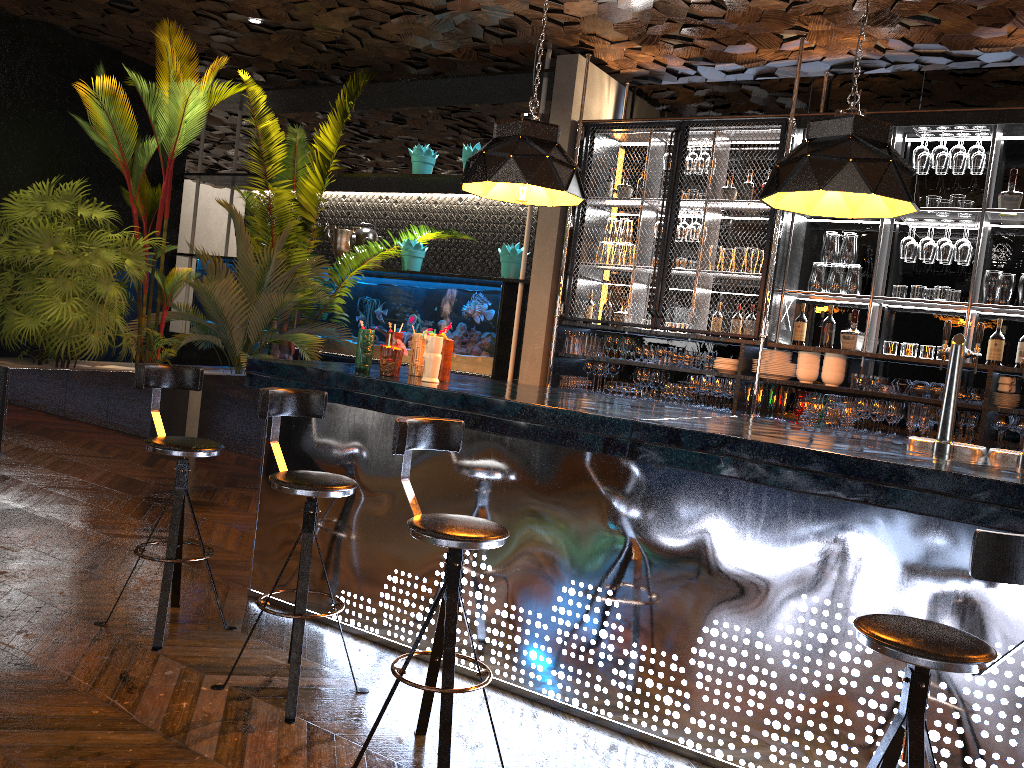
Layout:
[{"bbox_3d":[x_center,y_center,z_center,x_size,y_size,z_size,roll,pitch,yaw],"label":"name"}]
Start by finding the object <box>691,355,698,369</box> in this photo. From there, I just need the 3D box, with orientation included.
[{"bbox_3d":[1.301,-0.160,6.407,0.078,0.099,0.078,7,3,-1],"label":"object"}]

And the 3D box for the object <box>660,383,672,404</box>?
[{"bbox_3d":[1.109,0.066,6.365,0.074,0.146,0.065,7,3,8],"label":"object"}]

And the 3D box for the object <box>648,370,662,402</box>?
[{"bbox_3d":[1.044,0.013,6.446,0.088,0.229,0.077,9,3,31],"label":"object"}]

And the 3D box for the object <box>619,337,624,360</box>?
[{"bbox_3d":[0.832,-0.261,6.579,0.087,0.170,0.087,6,3,-8],"label":"object"}]

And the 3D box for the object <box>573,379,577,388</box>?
[{"bbox_3d":[0.476,0.007,6.734,0.034,0.080,0.034,7,3,-4],"label":"object"}]

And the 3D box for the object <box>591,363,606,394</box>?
[{"bbox_3d":[0.647,-0.043,6.609,0.091,0.227,0.091,5,4,-35],"label":"object"}]

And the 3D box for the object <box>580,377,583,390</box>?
[{"bbox_3d":[0.536,-0.005,6.915,0.031,0.098,0.031,5,3,-26],"label":"object"}]

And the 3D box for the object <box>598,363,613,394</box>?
[{"bbox_3d":[0.703,-0.040,6.696,0.091,0.227,0.091,7,3,-5],"label":"object"}]

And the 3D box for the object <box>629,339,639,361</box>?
[{"bbox_3d":[0.908,-0.259,6.702,0.087,0.170,0.087,6,3,-8],"label":"object"}]

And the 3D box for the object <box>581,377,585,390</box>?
[{"bbox_3d":[0.554,-0.004,6.949,0.031,0.098,0.031,6,3,-12],"label":"object"}]

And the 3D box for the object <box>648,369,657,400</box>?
[{"bbox_3d":[1.051,0.003,6.652,0.077,0.229,0.088,7,3,6],"label":"object"}]

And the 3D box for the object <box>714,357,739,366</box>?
[{"bbox_3d":[1.507,-0.145,6.149,0.209,0.060,0.211,6,3,-14],"label":"object"}]

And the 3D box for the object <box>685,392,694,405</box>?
[{"bbox_3d":[1.305,0.083,6.495,0.065,0.146,0.074,5,4,-36],"label":"object"}]

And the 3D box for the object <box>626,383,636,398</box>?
[{"bbox_3d":[0.875,0.049,6.589,0.093,0.101,0.093,4,4,-37],"label":"object"}]

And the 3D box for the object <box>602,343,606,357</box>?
[{"bbox_3d":[0.711,-0.286,6.923,0.051,0.152,0.058,6,3,-8],"label":"object"}]

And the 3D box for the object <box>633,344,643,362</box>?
[{"bbox_3d":[0.927,-0.227,6.505,0.081,0.132,0.081,7,3,4],"label":"object"}]

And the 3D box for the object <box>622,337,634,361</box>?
[{"bbox_3d":[0.836,-0.255,6.469,0.087,0.170,0.087,6,3,-8],"label":"object"}]

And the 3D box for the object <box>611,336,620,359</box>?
[{"bbox_3d":[0.776,-0.272,6.658,0.087,0.170,0.087,6,3,-8],"label":"object"}]

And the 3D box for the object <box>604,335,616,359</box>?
[{"bbox_3d":[0.714,-0.274,6.557,0.087,0.170,0.087,6,3,-8],"label":"object"}]

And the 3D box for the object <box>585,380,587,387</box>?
[{"bbox_3d":[0.570,0.010,6.886,0.034,0.080,0.034,9,3,31],"label":"object"}]

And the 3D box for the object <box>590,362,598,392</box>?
[{"bbox_3d":[0.628,-0.052,6.751,0.091,0.227,0.091,6,3,-19],"label":"object"}]

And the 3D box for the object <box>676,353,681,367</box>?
[{"bbox_3d":[1.176,-0.175,6.376,0.078,0.103,0.078,6,3,-15],"label":"object"}]

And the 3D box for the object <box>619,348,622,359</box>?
[{"bbox_3d":[0.839,-0.270,6.759,0.087,0.170,0.087,6,3,-8],"label":"object"}]

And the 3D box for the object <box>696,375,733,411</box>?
[{"bbox_3d":[1.514,0.073,6.400,0.376,0.227,0.186,9,3,30],"label":"object"}]

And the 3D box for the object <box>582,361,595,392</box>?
[{"bbox_3d":[0.569,-0.054,6.660,0.091,0.227,0.091,6,3,-6],"label":"object"}]

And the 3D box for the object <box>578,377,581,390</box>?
[{"bbox_3d":[0.517,-0.005,6.885,0.031,0.098,0.031,5,4,-36],"label":"object"}]

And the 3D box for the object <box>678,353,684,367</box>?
[{"bbox_3d":[1.223,-0.174,6.455,0.078,0.103,0.078,6,3,-15],"label":"object"}]

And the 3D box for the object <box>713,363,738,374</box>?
[{"bbox_3d":[1.501,-0.105,6.151,0.211,0.060,0.209,6,3,-9],"label":"object"}]

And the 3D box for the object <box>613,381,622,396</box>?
[{"bbox_3d":[0.788,0.036,6.642,0.093,0.101,0.093,6,3,-8],"label":"object"}]

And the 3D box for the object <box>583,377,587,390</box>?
[{"bbox_3d":[0.571,-0.004,6.980,0.031,0.098,0.031,9,4,36],"label":"object"}]

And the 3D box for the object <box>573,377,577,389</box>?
[{"bbox_3d":[0.478,-0.007,6.821,0.031,0.098,0.031,6,3,-7],"label":"object"}]

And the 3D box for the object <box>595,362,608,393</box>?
[{"bbox_3d":[0.692,-0.051,6.869,0.091,0.227,0.091,9,4,35],"label":"object"}]

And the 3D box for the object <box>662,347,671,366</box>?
[{"bbox_3d":[1.110,-0.200,6.420,0.074,0.131,0.074,10,4,44],"label":"object"}]

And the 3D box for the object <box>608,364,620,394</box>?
[{"bbox_3d":[0.768,-0.038,6.794,0.091,0.227,0.091,6,3,-5],"label":"object"}]

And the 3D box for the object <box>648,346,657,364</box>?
[{"bbox_3d":[1.030,-0.216,6.522,0.081,0.132,0.081,7,3,4],"label":"object"}]

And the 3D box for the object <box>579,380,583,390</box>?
[{"bbox_3d":[0.521,0.008,6.811,0.034,0.080,0.034,9,4,40],"label":"object"}]

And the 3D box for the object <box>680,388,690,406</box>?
[{"bbox_3d":[1.248,0.080,6.410,0.074,0.146,0.065,5,4,-35],"label":"object"}]

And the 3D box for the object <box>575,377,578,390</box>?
[{"bbox_3d":[0.494,-0.006,6.851,0.031,0.098,0.031,6,3,-13],"label":"object"}]

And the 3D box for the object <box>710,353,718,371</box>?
[{"bbox_3d":[1.447,-0.160,6.418,0.074,0.131,0.074,10,4,44],"label":"object"}]

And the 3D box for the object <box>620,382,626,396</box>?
[{"bbox_3d":[0.844,0.038,6.730,0.093,0.101,0.093,8,3,18],"label":"object"}]

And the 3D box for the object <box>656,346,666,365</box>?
[{"bbox_3d":[1.062,-0.202,6.347,0.074,0.131,0.074,10,4,44],"label":"object"}]

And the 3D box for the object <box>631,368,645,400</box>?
[{"bbox_3d":[0.913,-0.002,6.425,0.077,0.229,0.088,4,4,-45],"label":"object"}]

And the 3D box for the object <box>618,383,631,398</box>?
[{"bbox_3d":[0.824,0.048,6.496,0.093,0.101,0.093,6,3,-6],"label":"object"}]

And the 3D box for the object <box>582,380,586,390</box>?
[{"bbox_3d":[0.550,0.010,6.850,0.034,0.080,0.034,8,3,14],"label":"object"}]

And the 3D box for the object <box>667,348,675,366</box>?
[{"bbox_3d":[1.155,-0.198,6.494,0.074,0.131,0.074,10,4,44],"label":"object"}]

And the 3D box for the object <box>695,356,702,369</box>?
[{"bbox_3d":[1.348,-0.158,6.477,0.078,0.099,0.078,7,3,-1],"label":"object"}]

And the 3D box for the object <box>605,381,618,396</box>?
[{"bbox_3d":[0.732,0.034,6.552,0.093,0.101,0.093,7,3,0],"label":"object"}]

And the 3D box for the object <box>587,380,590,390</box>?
[{"bbox_3d":[0.592,0.011,6.924,0.034,0.080,0.034,9,4,41],"label":"object"}]

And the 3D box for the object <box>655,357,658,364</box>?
[{"bbox_3d":[1.101,-0.213,6.630,0.081,0.132,0.081,7,3,4],"label":"object"}]

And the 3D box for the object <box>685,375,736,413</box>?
[{"bbox_3d":[1.411,0.069,6.234,0.376,0.227,0.186,9,3,30],"label":"object"}]

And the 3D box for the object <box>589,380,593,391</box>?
[{"bbox_3d":[0.618,0.012,6.963,0.034,0.080,0.034,9,4,41],"label":"object"}]

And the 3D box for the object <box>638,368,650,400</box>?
[{"bbox_3d":[0.962,0.000,6.502,0.088,0.229,0.077,6,3,-9],"label":"object"}]

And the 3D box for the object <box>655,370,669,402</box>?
[{"bbox_3d":[1.112,0.015,6.549,0.088,0.229,0.077,9,4,33],"label":"object"}]

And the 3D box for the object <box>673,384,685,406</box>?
[{"bbox_3d":[1.192,0.079,6.319,0.074,0.146,0.065,8,3,26],"label":"object"}]

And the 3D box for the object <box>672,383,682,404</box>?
[{"bbox_3d":[1.213,0.070,6.537,0.074,0.146,0.065,5,3,-29],"label":"object"}]

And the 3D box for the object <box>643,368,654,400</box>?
[{"bbox_3d":[1.002,0.001,6.574,0.088,0.229,0.077,4,4,-43],"label":"object"}]

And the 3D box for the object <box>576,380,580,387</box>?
[{"bbox_3d":[0.501,0.008,6.776,0.034,0.080,0.034,7,3,-1],"label":"object"}]

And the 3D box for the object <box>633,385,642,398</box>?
[{"bbox_3d":[0.932,0.051,6.673,0.093,0.101,0.093,4,4,-43],"label":"object"}]

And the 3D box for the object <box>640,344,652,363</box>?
[{"bbox_3d":[0.970,-0.217,6.418,0.081,0.132,0.081,7,3,4],"label":"object"}]

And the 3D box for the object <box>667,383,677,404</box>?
[{"bbox_3d":[1.162,0.068,6.454,0.065,0.146,0.074,10,4,44],"label":"object"}]
